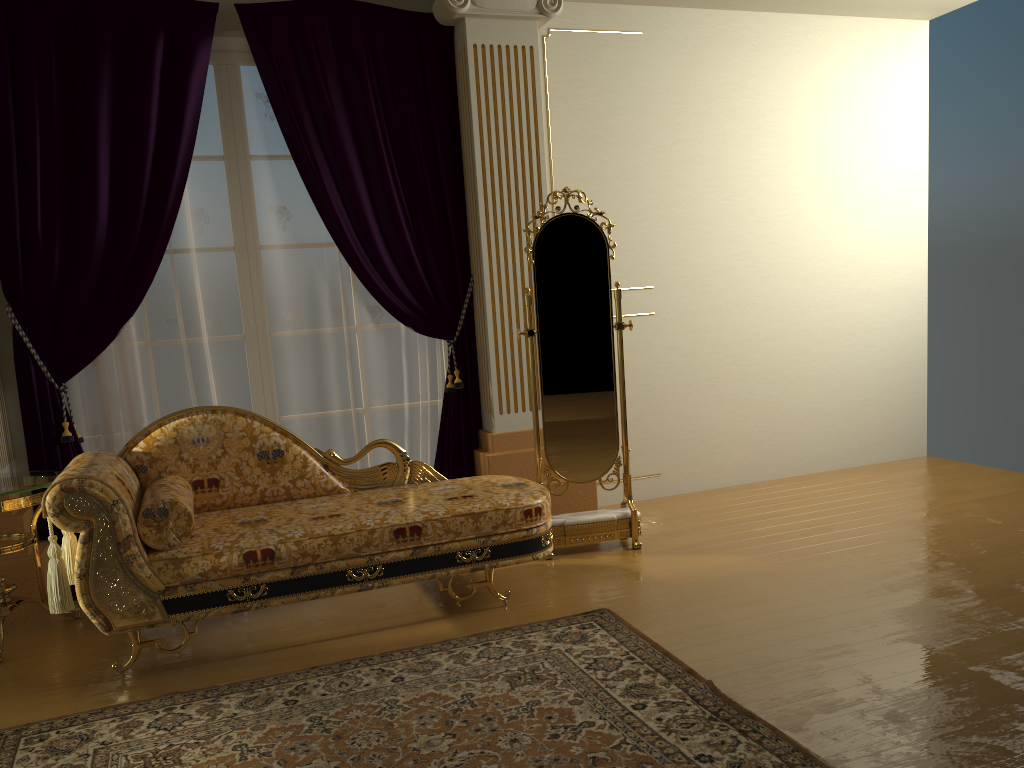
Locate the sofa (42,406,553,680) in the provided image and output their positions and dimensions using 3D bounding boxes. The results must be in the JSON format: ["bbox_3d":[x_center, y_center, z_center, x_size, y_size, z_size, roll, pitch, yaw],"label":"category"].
[{"bbox_3d":[-0.762,0.504,3.499,1.888,0.880,0.689,-6,8,-19],"label":"sofa"}]

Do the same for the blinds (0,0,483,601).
[{"bbox_3d":[-1.219,-0.429,4.236,2.230,2.679,0.336,-6,9,-18],"label":"blinds"}]

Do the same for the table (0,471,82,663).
[{"bbox_3d":[-2.023,0.712,3.491,0.571,0.649,0.566,-1,8,25],"label":"table"}]

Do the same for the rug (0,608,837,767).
[{"bbox_3d":[-0.096,1.054,1.645,2.111,0.017,3.059,-6,5,-20],"label":"rug"}]

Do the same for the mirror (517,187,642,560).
[{"bbox_3d":[0.307,-0.048,4.137,0.541,1.717,0.241,-5,9,-9],"label":"mirror"}]
